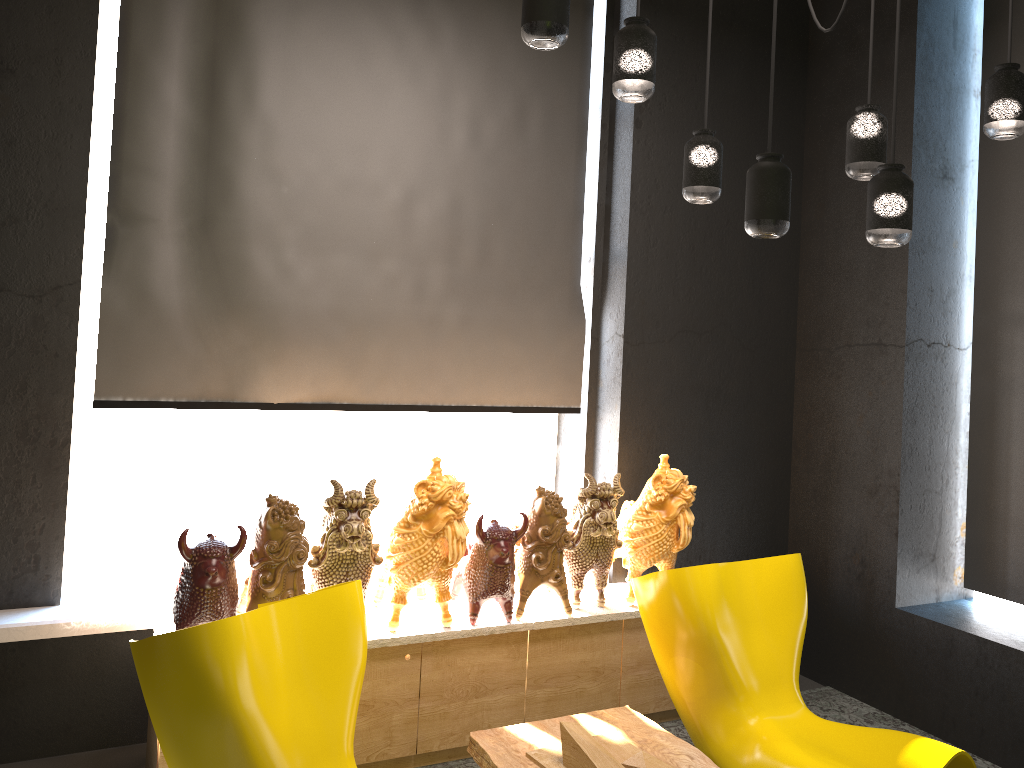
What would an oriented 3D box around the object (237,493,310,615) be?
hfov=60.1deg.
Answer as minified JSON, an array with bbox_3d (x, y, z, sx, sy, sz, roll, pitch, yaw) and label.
[{"bbox_3d":[-0.866,0.645,3.237,0.249,0.546,0.475,3,0,-20],"label":"object"}]

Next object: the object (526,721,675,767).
[{"bbox_3d":[0.333,1.143,2.707,0.350,0.136,0.521,2,2,-32],"label":"object"}]

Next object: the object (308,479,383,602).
[{"bbox_3d":[-0.656,0.625,3.311,0.271,0.580,0.430,4,-1,-34],"label":"object"}]

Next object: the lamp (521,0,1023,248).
[{"bbox_3d":[1.324,-1.483,1.624,2.846,2.276,2.672,3,1,17],"label":"lamp"}]

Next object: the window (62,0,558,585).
[{"bbox_3d":[-0.741,-0.729,4.154,2.305,3.173,0.051,3,-2,-27],"label":"window"}]

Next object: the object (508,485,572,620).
[{"bbox_3d":[0.086,0.672,3.725,0.249,0.546,0.475,3,0,-20],"label":"object"}]

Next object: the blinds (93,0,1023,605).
[{"bbox_3d":[-2.717,-0.844,2.290,12.705,3.315,3.523,3,1,-7],"label":"blinds"}]

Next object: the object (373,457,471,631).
[{"bbox_3d":[-0.364,0.598,3.447,0.307,0.656,0.469,3,0,-22],"label":"object"}]

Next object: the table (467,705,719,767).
[{"bbox_3d":[0.320,1.363,2.762,0.693,0.309,0.830,2,2,-27],"label":"table"}]

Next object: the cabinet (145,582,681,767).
[{"bbox_3d":[-0.018,1.195,3.667,2.726,0.531,0.405,2,0,-27],"label":"cabinet"}]

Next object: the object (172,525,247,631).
[{"bbox_3d":[-1.065,0.681,3.082,0.219,0.441,0.463,3,0,-22],"label":"object"}]

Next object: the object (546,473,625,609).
[{"bbox_3d":[0.296,0.652,3.799,0.271,0.580,0.430,4,-1,-34],"label":"object"}]

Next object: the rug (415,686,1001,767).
[{"bbox_3d":[0.652,1.533,2.694,3.591,0.010,2.193,2,3,-27],"label":"rug"}]

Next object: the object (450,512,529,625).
[{"bbox_3d":[-0.113,0.708,3.570,0.219,0.441,0.463,3,0,-22],"label":"object"}]

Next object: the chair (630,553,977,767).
[{"bbox_3d":[0.918,1.086,3.072,0.657,0.898,1.071,3,1,-32],"label":"chair"}]

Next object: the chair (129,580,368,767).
[{"bbox_3d":[-0.506,1.045,2.352,1.071,0.898,0.657,3,0,33],"label":"chair"}]

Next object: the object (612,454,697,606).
[{"bbox_3d":[0.587,0.625,3.934,0.307,0.656,0.469,3,0,-22],"label":"object"}]
